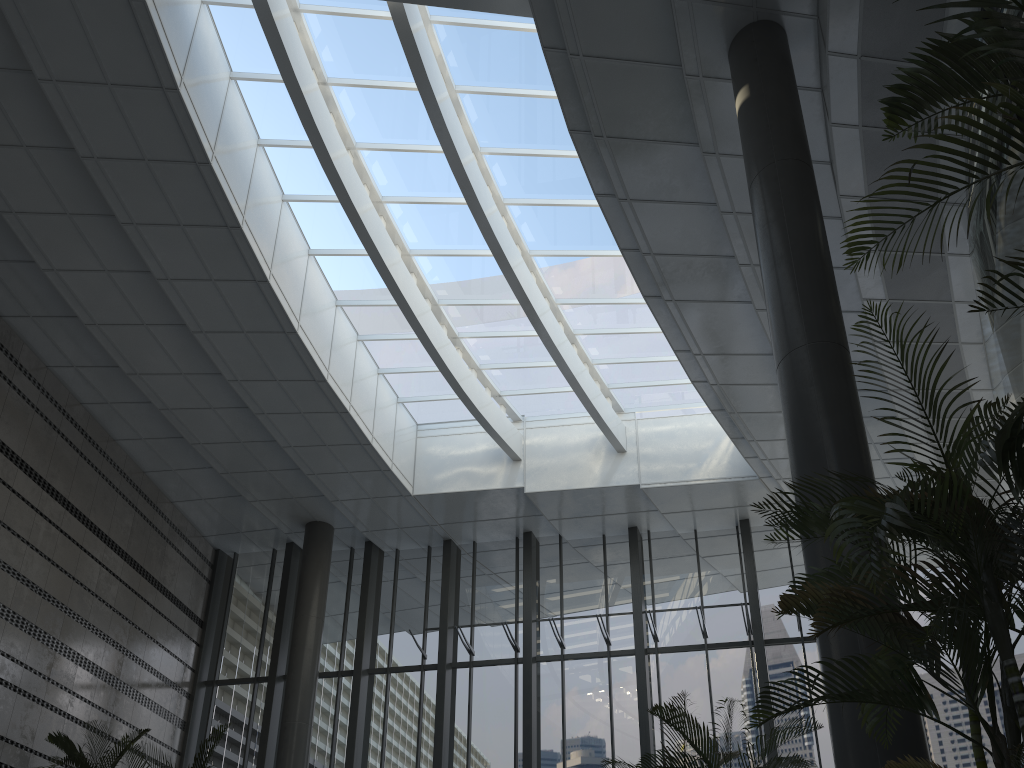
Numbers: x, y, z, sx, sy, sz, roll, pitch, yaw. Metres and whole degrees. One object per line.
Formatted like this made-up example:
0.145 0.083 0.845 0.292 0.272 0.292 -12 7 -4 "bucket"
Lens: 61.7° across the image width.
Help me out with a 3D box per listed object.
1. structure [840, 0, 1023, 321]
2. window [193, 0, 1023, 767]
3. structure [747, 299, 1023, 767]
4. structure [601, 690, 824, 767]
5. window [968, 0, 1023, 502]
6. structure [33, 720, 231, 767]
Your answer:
2.039 -0.072 1.562 2.465 4.112 2.825 5 -31 -8 "structure"
-1.750 0.573 6.334 13.664 8.907 20.895 -13 -37 18 "window"
1.807 1.496 2.988 1.659 3.292 2.292 3 -31 -5 "structure"
1.374 3.567 5.580 1.420 3.055 1.367 3 -29 -5 "structure"
5.637 1.355 6.010 4.213 7.077 17.381 -5 -35 9 "window"
-4.368 5.933 9.553 2.525 4.113 2.752 -8 -31 13 "structure"
